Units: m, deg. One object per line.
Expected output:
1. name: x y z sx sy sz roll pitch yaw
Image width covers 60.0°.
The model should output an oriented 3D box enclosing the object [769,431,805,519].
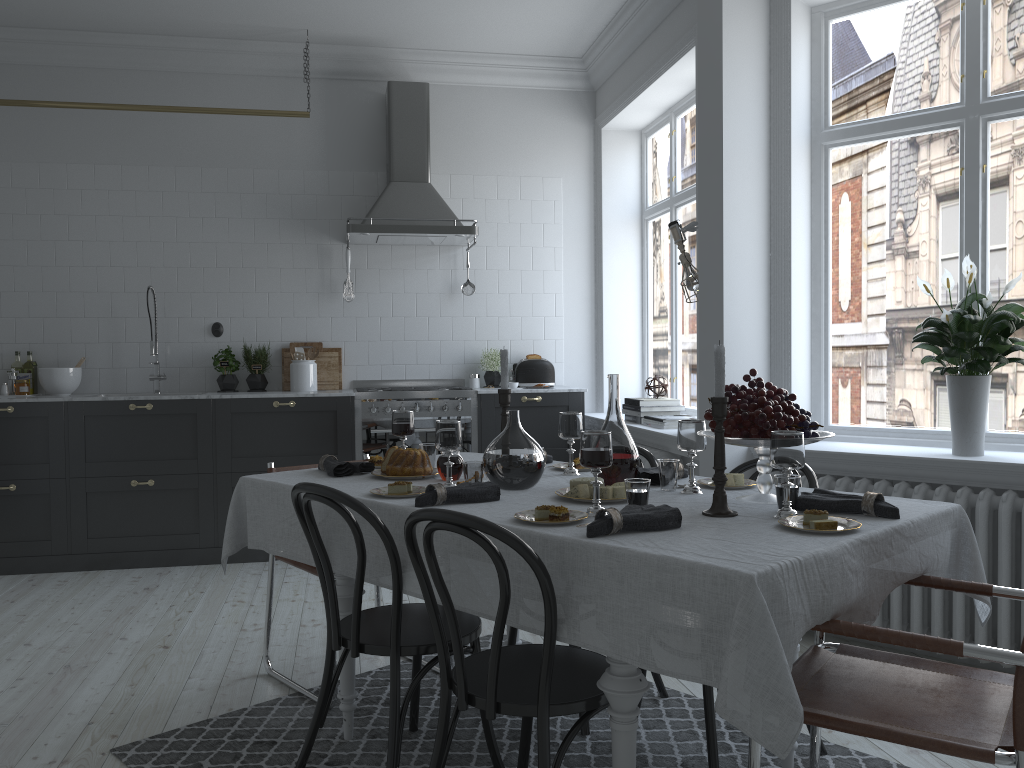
1. object: 0.683 0.226 2.203 0.083 0.215 0.083 -1 2 -6

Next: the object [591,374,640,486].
1. object: 0.316 0.145 2.731 0.152 0.352 0.152 1 2 40

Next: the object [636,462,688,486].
1. object: 0.460 0.285 2.879 0.165 0.061 0.247 0 2 29

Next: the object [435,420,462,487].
1. object: -0.193 0.220 2.707 0.083 0.215 0.083 -1 2 -6

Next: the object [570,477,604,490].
1. object: 0.217 0.299 2.558 0.100 0.056 0.056 0 2 6

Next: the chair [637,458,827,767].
1. chair: 0.683 0.701 2.822 0.564 0.909 0.463 -2 2 -32

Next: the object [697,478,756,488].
1. object: 0.667 0.309 2.746 0.182 0.013 0.182 -1 2 -11

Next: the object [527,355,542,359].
1. object: 0.157 -0.151 6.213 0.107 0.110 0.010 -1 2 -6

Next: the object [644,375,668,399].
1. object: 0.898 0.017 5.511 0.147 0.148 0.147 -1 2 -20

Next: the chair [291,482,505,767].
1. chair: -0.359 0.717 2.638 0.463 0.909 0.564 1 2 43

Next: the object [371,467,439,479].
1. object: -0.358 0.309 3.049 0.251 0.018 0.251 -1 2 -11

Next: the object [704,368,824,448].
1. object: 0.700 0.065 2.444 0.318 0.215 0.347 1 2 41

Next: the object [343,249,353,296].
1. object: -1.117 -0.768 6.042 0.066 0.332 0.024 -1 2 -6

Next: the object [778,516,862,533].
1. object: 0.716 0.330 2.067 0.182 0.013 0.182 -1 2 -1

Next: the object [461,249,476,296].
1. object: -0.306 -0.781 6.187 0.101 0.331 0.030 -1 2 0

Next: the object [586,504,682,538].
1. object: 0.292 0.312 2.052 0.165 0.061 0.247 0 2 29

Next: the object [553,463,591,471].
1. object: 0.239 0.300 3.196 0.182 0.013 0.182 -1 2 -11

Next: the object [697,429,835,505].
1. object: 0.701 0.230 2.460 0.367 0.188 0.367 0 2 30

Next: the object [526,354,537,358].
1. object: 0.149 -0.158 6.290 0.107 0.110 0.010 -1 2 -6

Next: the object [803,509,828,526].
1. object: 0.719 0.316 2.099 0.057 0.037 0.021 0 2 10

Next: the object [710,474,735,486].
1. object: 0.648 0.296 2.737 0.039 0.040 0.078 -2 2 -36

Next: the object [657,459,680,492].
1. object: 0.468 0.273 2.655 0.066 0.094 0.066 -1 2 0

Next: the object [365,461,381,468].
1. object: -0.484 0.303 3.340 0.182 0.013 0.182 -1 2 -11

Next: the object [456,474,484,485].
1. object: -0.136 0.303 2.846 0.031 0.031 0.167 0 2 24

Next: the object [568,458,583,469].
1. object: 0.226 0.287 3.165 0.038 0.041 0.057 0 2 31

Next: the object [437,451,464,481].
1. object: -0.204 0.268 2.941 0.091 0.101 0.091 1 2 34

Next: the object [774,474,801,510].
1. object: 0.708 0.282 2.282 0.066 0.094 0.066 -1 2 -22

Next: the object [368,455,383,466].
1. object: -0.513 0.289 3.343 0.038 0.041 0.057 0 2 23

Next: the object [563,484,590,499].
1. object: 0.181 0.297 2.483 0.039 0.040 0.078 -2 2 -36

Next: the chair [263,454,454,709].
1. chair: -0.615 0.730 3.484 0.546 0.837 0.593 -2 2 -39

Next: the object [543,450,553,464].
1. object: 0.030 0.276 3.317 0.165 0.061 0.247 0 2 29

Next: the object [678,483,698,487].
1. object: 0.544 0.311 2.754 0.031 0.012 0.131 0 2 32

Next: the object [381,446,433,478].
1. object: -0.366 0.268 3.040 0.191 0.105 0.164 0 2 9

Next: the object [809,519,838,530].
1. object: 0.720 0.326 2.056 0.057 0.021 0.037 -1 2 -11

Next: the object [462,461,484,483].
1. object: -0.115 0.280 2.648 0.066 0.094 0.066 -1 2 -22

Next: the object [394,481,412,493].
1. object: -0.328 0.309 2.665 0.057 0.037 0.021 0 2 7

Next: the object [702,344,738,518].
1. object: 0.526 0.116 2.247 0.089 0.432 0.089 0 2 12

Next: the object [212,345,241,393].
1. object: -1.894 -0.101 5.874 0.172 0.311 0.179 -1 2 0

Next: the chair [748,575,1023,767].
1. chair: 0.893 0.760 1.990 0.593 0.837 0.546 1 2 34

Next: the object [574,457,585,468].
1. object: 0.249 0.286 3.229 0.036 0.039 0.051 -2 2 -34

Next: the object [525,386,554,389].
1. object: 0.183 0.024 5.991 0.209 0.011 0.209 0 2 27

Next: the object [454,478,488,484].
1. object: -0.129 0.316 2.865 0.075 0.009 0.150 0 2 24

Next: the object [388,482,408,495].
1. object: -0.340 0.310 2.634 0.057 0.037 0.021 -1 2 -20

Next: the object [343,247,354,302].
1. object: -1.109 -0.743 6.010 0.074 0.381 0.076 -2 2 -30

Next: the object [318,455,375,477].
1. object: -0.633 0.289 3.130 0.247 0.061 0.165 0 2 29

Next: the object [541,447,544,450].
1. object: 0.076 0.265 3.049 0.066 0.094 0.066 -1 2 -22

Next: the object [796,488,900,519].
1. object: 0.872 0.299 2.284 0.247 0.061 0.165 0 2 29

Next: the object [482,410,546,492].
1. object: 0.006 0.202 2.713 0.194 0.245 0.194 -2 2 -28

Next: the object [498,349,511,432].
1. object: -0.024 0.100 2.956 0.089 0.432 0.089 0 2 12

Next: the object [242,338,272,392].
1. object: -1.701 -0.132 5.896 0.186 0.367 0.196 1 2 34

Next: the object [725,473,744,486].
1. object: 0.680 0.296 2.765 0.040 0.039 0.077 -2 2 -41

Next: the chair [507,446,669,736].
1. chair: 0.263 0.693 3.219 0.463 0.909 0.564 1 2 43

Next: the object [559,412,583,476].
1. object: 0.202 0.205 3.045 0.083 0.215 0.083 -1 2 -6

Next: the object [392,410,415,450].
1. object: -0.397 0.206 3.240 0.083 0.215 0.083 -1 2 -6

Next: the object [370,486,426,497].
1. object: -0.331 0.323 2.645 0.182 0.013 0.182 0 2 4

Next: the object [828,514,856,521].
1. object: 0.792 0.325 2.202 0.131 0.012 0.031 1 2 42

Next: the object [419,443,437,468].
1. object: -0.304 0.264 3.213 0.066 0.094 0.066 -1 2 -22

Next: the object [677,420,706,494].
1. object: 0.530 0.215 2.615 0.083 0.215 0.083 -1 2 -16

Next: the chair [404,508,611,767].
1. chair: 0.019 0.727 2.210 0.463 0.909 0.564 1 2 38
